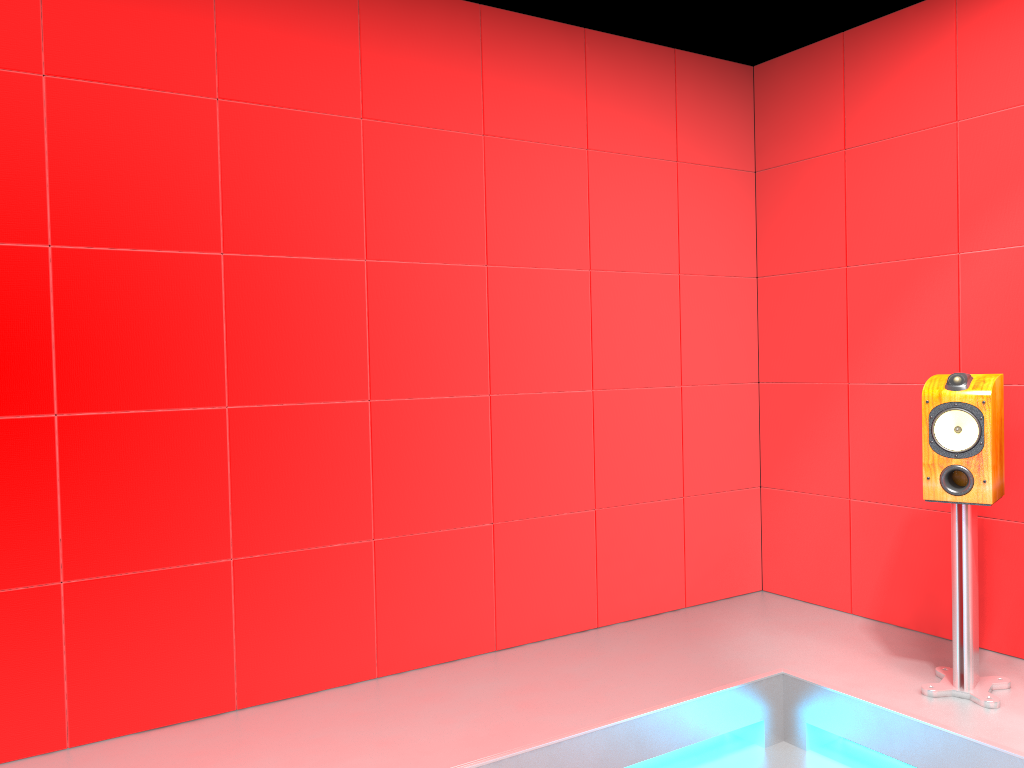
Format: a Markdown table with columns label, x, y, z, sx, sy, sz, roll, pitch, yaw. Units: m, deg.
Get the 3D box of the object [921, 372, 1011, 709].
| label | x | y | z | sx | sy | sz | roll | pitch | yaw |
| --- | --- | --- | --- | --- | --- | --- | --- | --- | --- |
| object | 1.499 | 0.489 | 2.938 | 0.231 | 1.058 | 0.265 | 0 | 2 | 38 |
